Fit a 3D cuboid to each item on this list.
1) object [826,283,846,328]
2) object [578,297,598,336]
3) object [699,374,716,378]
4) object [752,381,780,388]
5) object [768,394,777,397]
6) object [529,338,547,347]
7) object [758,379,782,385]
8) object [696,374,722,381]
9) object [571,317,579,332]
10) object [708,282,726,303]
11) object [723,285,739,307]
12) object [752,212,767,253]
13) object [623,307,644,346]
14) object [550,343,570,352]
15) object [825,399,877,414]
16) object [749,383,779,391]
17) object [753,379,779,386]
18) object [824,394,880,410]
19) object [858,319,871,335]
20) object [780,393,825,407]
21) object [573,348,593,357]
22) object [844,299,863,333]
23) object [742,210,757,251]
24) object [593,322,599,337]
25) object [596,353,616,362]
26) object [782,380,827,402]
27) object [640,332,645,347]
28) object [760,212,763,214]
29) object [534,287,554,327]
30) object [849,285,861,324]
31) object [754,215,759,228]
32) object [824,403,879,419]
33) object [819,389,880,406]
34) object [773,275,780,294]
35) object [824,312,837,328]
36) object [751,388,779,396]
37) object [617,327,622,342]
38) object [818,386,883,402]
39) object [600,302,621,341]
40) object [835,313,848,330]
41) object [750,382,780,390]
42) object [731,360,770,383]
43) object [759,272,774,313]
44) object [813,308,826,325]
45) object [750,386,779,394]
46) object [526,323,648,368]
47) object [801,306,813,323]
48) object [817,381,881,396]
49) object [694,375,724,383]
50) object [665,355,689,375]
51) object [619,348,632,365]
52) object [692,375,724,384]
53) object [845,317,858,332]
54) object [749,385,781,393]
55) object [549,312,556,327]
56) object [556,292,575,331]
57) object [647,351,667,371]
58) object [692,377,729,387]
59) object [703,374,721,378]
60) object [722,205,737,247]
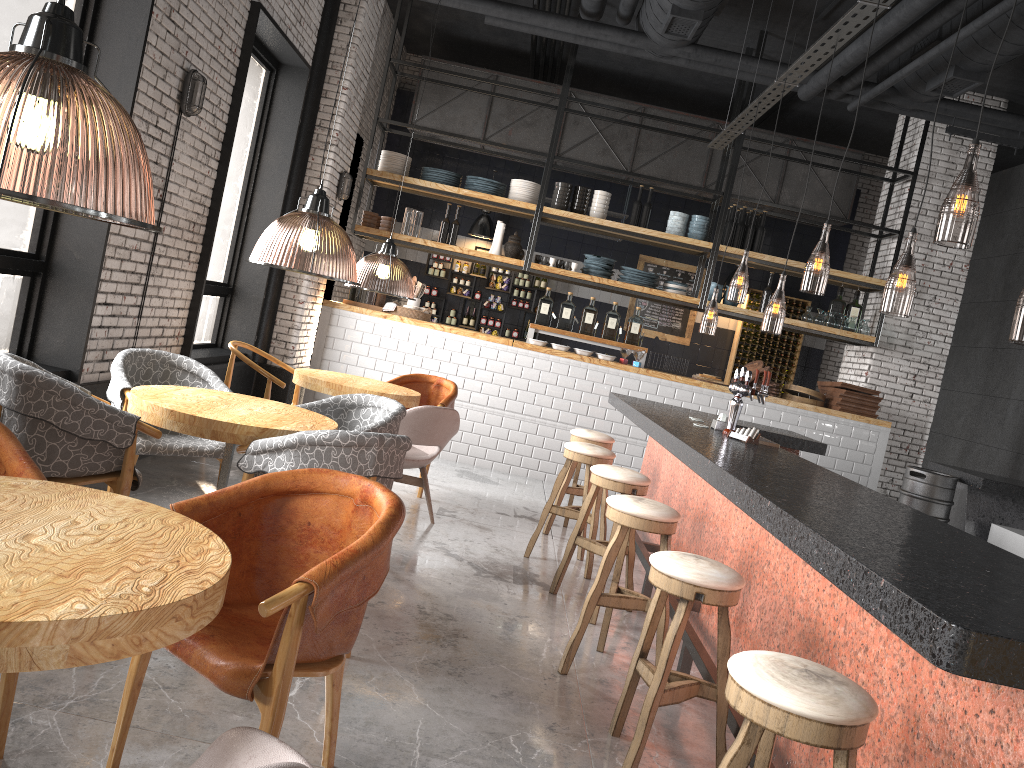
[{"bbox_3d":[3.544,-0.855,9.649,0.157,0.553,0.106,12,2,4],"label":"object"},{"bbox_3d":[0.813,-0.714,9.338,0.154,0.404,0.154,12,3,-1],"label":"object"},{"bbox_3d":[2.015,-0.085,9.153,0.172,0.010,0.368,13,4,10],"label":"object"},{"bbox_3d":[2.623,-0.005,9.280,0.459,0.019,0.406,15,5,42],"label":"object"},{"bbox_3d":[2.598,0.088,9.286,0.459,0.019,0.406,15,4,35],"label":"object"},{"bbox_3d":[0.262,-0.419,9.027,0.216,0.055,0.324,12,4,0],"label":"object"},{"bbox_3d":[2.606,-0.041,9.279,0.457,0.019,0.408,9,5,-44],"label":"object"},{"bbox_3d":[2.041,-0.073,9.246,0.230,0.016,0.557,13,4,6],"label":"object"},{"bbox_3d":[0.655,-0.622,9.278,0.039,0.163,0.077,15,4,44],"label":"object"},{"bbox_3d":[2.216,-0.978,9.615,0.198,0.230,0.166,13,3,6],"label":"object"},{"bbox_3d":[2.390,-0.940,9.603,0.165,0.230,0.199,11,3,-30],"label":"object"},{"bbox_3d":[2.651,-1.607,9.466,0.098,0.458,0.098,11,3,-23],"label":"object"},{"bbox_3d":[1.294,-0.611,9.341,0.154,0.404,0.154,12,3,-1],"label":"object"},{"bbox_3d":[0.491,-0.371,9.015,0.216,0.059,0.324,12,4,0],"label":"object"},{"bbox_3d":[3.482,0.224,9.235,0.405,0.044,0.636,12,4,2],"label":"object"},{"bbox_3d":[2.575,0.018,9.269,0.407,0.019,0.458,13,4,13],"label":"object"},{"bbox_3d":[2.621,-0.022,9.281,0.459,0.019,0.406,15,4,33],"label":"object"},{"bbox_3d":[3.491,0.181,9.233,0.405,0.044,0.636,12,4,-4],"label":"object"},{"bbox_3d":[3.762,-0.609,9.451,0.118,0.180,0.118,13,3,24],"label":"object"},{"bbox_3d":[3.032,0.145,9.245,0.437,0.097,0.436,14,4,24],"label":"object"},{"bbox_3d":[0.724,-0.320,9.038,0.216,0.055,0.324,12,4,0],"label":"object"},{"bbox_3d":[3.712,-0.743,9.668,0.157,0.405,0.106,12,3,4],"label":"object"},{"bbox_3d":[2.546,-1.629,9.466,0.098,0.458,0.098,11,3,-23],"label":"object"},{"bbox_3d":[0.881,-0.573,9.285,0.031,0.163,0.046,13,3,25],"label":"object"},{"bbox_3d":[0.952,-0.272,9.023,0.216,0.060,0.324,12,4,0],"label":"object"},{"bbox_3d":[3.050,0.080,9.245,0.439,0.154,0.438,9,5,-43],"label":"object"},{"bbox_3d":[1.360,-0.468,9.262,0.034,0.163,0.061,14,3,33],"label":"object"},{"bbox_3d":[2.700,-1.836,9.592,0.046,0.031,0.046,12,3,-8],"label":"object"},{"bbox_3d":[0.349,-0.815,9.336,0.154,0.404,0.154,12,3,-1],"label":"object"},{"bbox_3d":[3.728,-0.817,9.660,0.140,0.550,0.097,12,2,4],"label":"object"},{"bbox_3d":[2.653,-1.624,9.736,0.098,0.458,0.098,11,3,-23],"label":"object"},{"bbox_3d":[3.472,0.268,9.237,0.405,0.044,0.636,12,4,-5],"label":"object"},{"bbox_3d":[3.500,0.138,9.232,0.405,0.044,0.636,12,4,0],"label":"object"},{"bbox_3d":[2.879,-0.959,9.631,0.098,0.471,0.098,13,3,7],"label":"object"},{"bbox_3d":[3.405,-0.687,9.469,0.119,0.180,0.118,14,3,33],"label":"object"},{"bbox_3d":[2.618,0.077,9.278,0.406,0.019,0.459,10,4,-28],"label":"object"},{"bbox_3d":[1.122,-0.520,9.264,0.024,0.163,0.062,12,3,-10],"label":"object"},{"bbox_3d":[3.510,0.095,9.230,0.405,0.044,0.637,12,4,-7],"label":"object"},{"bbox_3d":[1.051,-0.663,9.335,0.154,0.404,0.154,12,3,-1],"label":"object"},{"bbox_3d":[3.524,-0.663,9.484,0.118,0.180,0.119,11,3,-24],"label":"object"},{"bbox_3d":[2.594,0.005,9.280,0.408,0.019,0.457,15,5,42],"label":"object"},{"bbox_3d":[2.452,-0.097,9.170,0.241,0.338,0.489,11,3,-15],"label":"object"},{"bbox_3d":[2.774,-0.982,9.630,0.098,0.471,0.098,12,3,-12],"label":"object"},{"bbox_3d":[3.285,-0.714,9.478,0.118,0.180,0.119,10,4,-41],"label":"object"},{"bbox_3d":[2.600,0.056,9.285,0.459,0.019,0.406,14,4,28],"label":"object"},{"bbox_3d":[0.745,-0.241,9.359,1.250,0.551,0.315,12,3,0],"label":"object"},{"bbox_3d":[3.166,-0.741,9.496,0.118,0.180,0.119,10,3,-37],"label":"object"},{"bbox_3d":[3.468,0.044,9.164,0.406,0.094,0.637,12,4,-3],"label":"object"},{"bbox_3d":[2.030,-0.062,9.245,0.214,0.013,0.522,12,4,-4],"label":"object"},{"bbox_3d":[1.731,-0.196,9.295,0.181,0.168,0.170,11,3,-20],"label":"object"},{"bbox_3d":[1.150,-0.284,9.051,0.122,0.165,0.112,14,3,34],"label":"object"},{"bbox_3d":[2.034,-0.049,9.252,0.276,0.019,0.514,13,4,5],"label":"object"},{"bbox_3d":[3.642,-0.638,9.502,0.118,0.180,0.119,11,3,-17],"label":"object"},{"bbox_3d":[2.597,0.039,9.284,0.457,0.019,0.408,10,4,-32],"label":"object"},{"bbox_3d":[0.422,-0.671,9.261,0.032,0.163,0.080,11,3,-29],"label":"object"},{"bbox_3d":[0.576,-0.765,9.329,0.154,0.404,0.154,12,3,-1],"label":"object"},{"bbox_3d":[1.508,-0.238,9.202,0.181,0.168,0.170,13,3,10],"label":"object"},{"bbox_3d":[2.075,-0.020,9.207,0.408,0.019,0.457,15,5,41],"label":"object"},{"bbox_3d":[2.055,-0.082,9.085,0.184,0.011,0.254,14,4,21],"label":"object"},{"bbox_3d":[2.332,-1.676,9.465,0.098,0.458,0.098,13,3,22],"label":"object"}]
